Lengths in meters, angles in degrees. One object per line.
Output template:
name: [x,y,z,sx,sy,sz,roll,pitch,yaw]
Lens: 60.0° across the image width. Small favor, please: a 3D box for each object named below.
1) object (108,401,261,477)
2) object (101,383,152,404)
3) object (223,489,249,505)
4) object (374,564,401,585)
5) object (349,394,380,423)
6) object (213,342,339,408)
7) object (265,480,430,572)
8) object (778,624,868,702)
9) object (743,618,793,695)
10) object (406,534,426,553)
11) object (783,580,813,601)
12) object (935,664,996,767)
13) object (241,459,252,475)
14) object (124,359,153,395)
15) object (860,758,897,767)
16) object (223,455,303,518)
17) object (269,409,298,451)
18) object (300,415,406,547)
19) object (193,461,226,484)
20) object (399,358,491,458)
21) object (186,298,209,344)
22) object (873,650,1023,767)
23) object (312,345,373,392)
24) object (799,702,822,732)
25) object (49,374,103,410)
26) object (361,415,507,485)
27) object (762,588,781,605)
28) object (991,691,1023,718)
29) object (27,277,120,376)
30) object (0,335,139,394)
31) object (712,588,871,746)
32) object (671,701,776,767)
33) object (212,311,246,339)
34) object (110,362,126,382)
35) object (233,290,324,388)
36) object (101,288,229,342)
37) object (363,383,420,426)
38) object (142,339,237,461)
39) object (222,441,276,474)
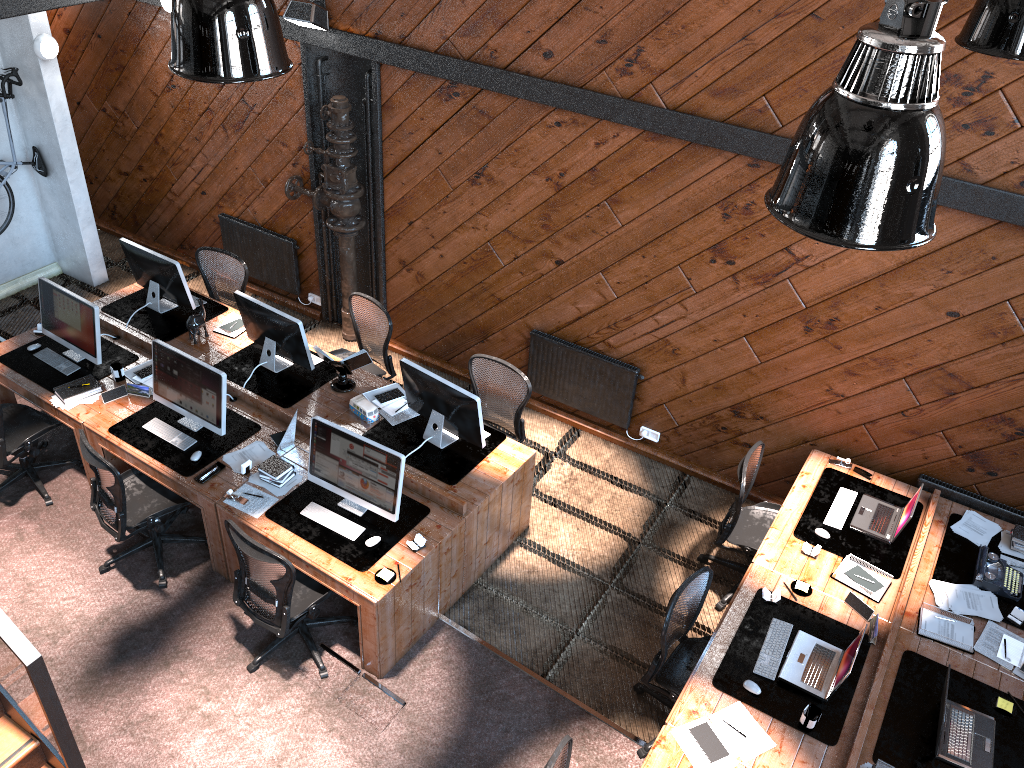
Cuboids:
object: [-2.328,0.319,6.323,0.848,0.008,0.687,23,40,25]
object: [-2.859,0.055,6.572,0.347,0.083,0.129,-9,37,-17]
object: [-1.794,0.726,5.759,0.159,0.064,0.054,14,37,14]
object: [-0.747,1.142,5.314,0.154,0.026,0.158,-4,36,-11]
object: [-1.091,0.186,6.562,0.128,0.146,0.253,-28,46,-37]
object: [-1.840,-0.120,6.986,0.848,0.008,0.687,23,40,25]
object: [-1.058,0.830,5.737,0.848,0.008,0.687,23,40,25]
object: [1.695,1.459,4.841,0.320,0.288,0.380,22,39,23]
object: [1.450,1.529,4.984,0.139,0.040,0.577,22,39,23]
object: [-0.597,0.987,5.515,0.106,0.063,0.082,-25,45,-34]
object: [1.765,1.246,5.423,0.154,0.026,0.158,-7,37,-15]
object: [2.359,1.735,4.569,0.323,0.283,0.390,19,38,20]
object: [-1.784,0.564,5.958,0.034,0.102,0.076,23,39,24]
object: [-2.731,-0.060,6.789,0.467,0.017,0.304,28,42,29]
object: [1.801,2.038,4.257,0.319,0.098,0.478,21,39,22]
object: [-1.641,0.653,5.846,0.319,0.098,0.478,21,39,22]
object: [-1.597,0.295,6.160,0.178,0.320,0.165,29,42,30]
object: [-0.980,0.555,5.659,0.714,0.573,0.610,21,39,23]
object: [-2.028,0.593,5.950,0.089,0.031,0.215,22,39,23]
object: [-0.468,0.174,6.249,0.663,0.578,0.811,1,36,-4]
object: [-2.551,-0.534,7.201,0.135,0.351,0.229,21,39,22]
object: [2.334,1.838,4.670,0.687,0.008,0.848,22,39,23]
object: [-1.294,-0.146,6.750,0.417,0.380,0.304,5,36,2]
object: [1.557,1.740,4.627,0.078,0.138,0.099,31,44,33]
object: [-3.222,0.059,6.545,0.363,0.065,0.325,-19,41,-28]
object: [-0.564,0.386,6.408,0.848,0.008,0.687,23,40,25]
object: [1.557,1.267,5.329,0.106,0.063,0.082,11,36,9]
object: [2.683,1.743,4.813,0.154,0.026,0.158,-4,36,-11]
object: [-3.443,-0.443,6.813,0.692,0.581,0.586,-3,36,-10]
object: [-3.466,-0.200,6.934,0.848,0.008,0.687,23,40,25]
object: [1.588,1.555,4.990,0.687,0.008,0.848,22,39,23]
object: [1.088,1.819,4.557,0.467,0.017,0.304,-13,39,-22]
object: [-2.318,-0.504,7.432,0.229,0.060,0.316,18,38,18]
object: [-2.994,-0.095,6.733,0.078,0.138,0.099,-25,45,-34]
object: [-1.811,-0.390,6.902,0.642,0.578,0.772,-4,36,-12]
object: [-2.973,-0.644,7.604,0.848,0.008,0.687,23,40,25]
object: [-0.890,0.141,6.695,0.304,0.017,0.467,-20,42,-30]
object: [-2.277,0.107,6.156,0.654,0.576,0.735,-3,36,-10]
object: [-1.814,0.502,6.122,0.315,0.002,0.246,-26,45,-35]
